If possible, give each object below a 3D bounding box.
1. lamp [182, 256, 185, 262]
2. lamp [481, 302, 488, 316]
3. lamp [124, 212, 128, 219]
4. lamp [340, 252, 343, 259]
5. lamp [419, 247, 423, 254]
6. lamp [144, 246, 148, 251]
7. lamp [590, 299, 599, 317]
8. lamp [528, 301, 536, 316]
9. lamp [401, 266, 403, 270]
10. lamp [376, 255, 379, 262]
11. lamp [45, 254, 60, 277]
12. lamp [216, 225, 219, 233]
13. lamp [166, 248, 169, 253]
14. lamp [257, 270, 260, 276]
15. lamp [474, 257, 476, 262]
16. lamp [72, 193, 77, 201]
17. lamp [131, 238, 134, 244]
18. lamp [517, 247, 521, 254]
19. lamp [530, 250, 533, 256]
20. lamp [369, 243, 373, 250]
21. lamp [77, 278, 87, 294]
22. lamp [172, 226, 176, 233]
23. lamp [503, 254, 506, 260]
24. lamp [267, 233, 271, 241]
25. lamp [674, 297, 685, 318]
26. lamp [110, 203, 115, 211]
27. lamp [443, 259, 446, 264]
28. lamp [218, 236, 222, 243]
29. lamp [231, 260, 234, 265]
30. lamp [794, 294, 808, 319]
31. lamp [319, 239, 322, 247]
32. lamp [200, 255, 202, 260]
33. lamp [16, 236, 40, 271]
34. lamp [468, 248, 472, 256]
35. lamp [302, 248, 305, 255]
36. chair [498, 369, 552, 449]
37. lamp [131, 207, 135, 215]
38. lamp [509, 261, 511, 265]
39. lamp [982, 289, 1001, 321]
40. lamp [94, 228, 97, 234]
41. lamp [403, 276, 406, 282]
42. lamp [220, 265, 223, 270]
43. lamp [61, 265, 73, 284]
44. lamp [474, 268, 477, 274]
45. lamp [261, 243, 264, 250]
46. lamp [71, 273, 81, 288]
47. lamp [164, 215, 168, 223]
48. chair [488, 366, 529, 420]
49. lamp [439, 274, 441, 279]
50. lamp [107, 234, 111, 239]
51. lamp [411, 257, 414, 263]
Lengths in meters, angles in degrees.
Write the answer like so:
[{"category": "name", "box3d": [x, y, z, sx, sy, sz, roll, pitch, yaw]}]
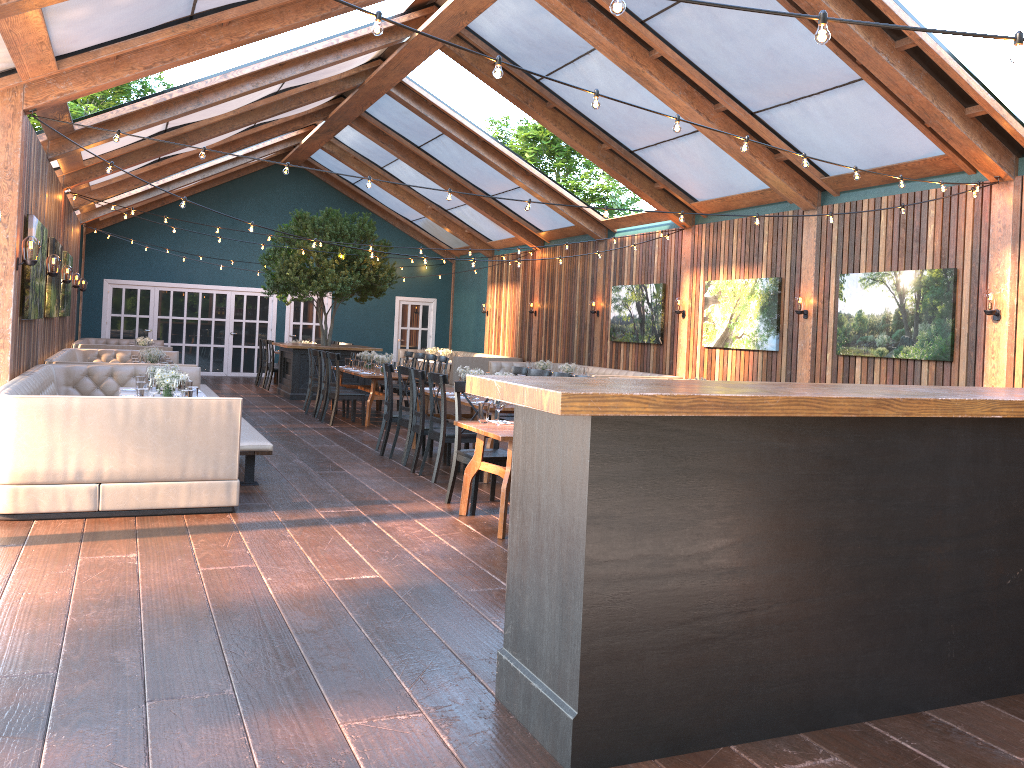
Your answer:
[{"category": "lamp", "box3d": [-6.801, -2.593, 18.334, 0.056, 0.119, 0.059, 3, 0, -20]}, {"category": "lamp", "box3d": [-0.670, -1.830, 21.534, 0.178, 0.320, 0.146, 2, 0, -24]}, {"category": "lamp", "box3d": [-5.899, -2.574, 13.517, 0.056, 0.118, 0.065, 3, 1, 25]}, {"category": "lamp", "box3d": [-3.092, -2.333, 16.056, 0.056, 0.121, 0.056, 3, 0, 1]}, {"category": "lamp", "box3d": [-1.404, -2.058, 13.639, 0.056, 0.121, 0.056, 3, 0, -9]}, {"category": "lamp", "box3d": [-7.529, -2.791, 18.204, 0.059, 0.119, 0.056, 2, 0, -30]}, {"category": "lamp", "box3d": [1.534, -1.420, 16.501, 0.178, 0.320, 0.146, 2, 0, -24]}, {"category": "lamp", "box3d": [0.433, -1.625, 19.016, 0.178, 0.320, 0.146, 2, 0, -24]}, {"category": "lamp", "box3d": [-2.871, -3.029, 23.141, 0.056, 0.120, 0.056, 3, 0, -3]}, {"category": "lamp", "box3d": [-2.505, -2.347, 16.537, 0.060, 0.119, 0.056, 2, 0, -38]}, {"category": "lamp", "box3d": [-5.423, -1.374, 10.425, 0.178, 0.320, 0.146, 2, 0, -24]}, {"category": "lamp", "box3d": [-4.411, -2.318, 13.258, 0.056, 0.121, 0.056, 3, 0, -11]}, {"category": "lamp", "box3d": [-7.471, -2.898, 19.196, 0.056, 0.120, 0.056, 3, 0, -9]}, {"category": "lamp", "box3d": [-5.322, -2.327, 18.570, 0.056, 0.119, 0.060, 3, 0, 13]}, {"category": "lamp", "box3d": [-0.758, -2.528, 18.004, 0.056, 0.121, 0.056, 2, 0, -42]}, {"category": "lamp", "box3d": [-6.444, -2.754, 13.025, 0.056, 0.119, 0.061, 3, 0, 11]}, {"category": "lamp", "box3d": [-8.012, -3.015, 18.677, 0.056, 0.121, 0.056, 2, 0, -40]}, {"category": "lamp", "box3d": [0.113, -2.082, 13.803, 0.056, 0.121, 0.056, 3, 0, -3]}, {"category": "lamp", "box3d": [0.418, -2.804, 18.951, 0.056, 0.120, 0.056, 3, 0, 5]}, {"category": "lamp", "box3d": [-2.161, -2.092, 13.548, 0.056, 0.121, 0.056, 3, 0, 41]}, {"category": "lamp", "box3d": [-8.738, -1.991, 17.995, 0.178, 0.320, 0.146, 2, 0, -24]}, {"category": "lamp", "box3d": [-5.351, -2.453, 14.024, 0.056, 0.119, 0.062, 3, 0, 18]}, {"category": "lamp", "box3d": [-0.163, -2.647, 18.467, 0.064, 0.118, 0.056, 3, 0, -15]}, {"category": "lamp", "box3d": [-3.663, -2.217, 13.360, 0.056, 0.121, 0.056, 3, 0, -15]}, {"category": "lamp", "box3d": [2.645, -1.213, 13.964, 0.178, 0.320, 0.146, 2, 0, -24]}, {"category": "lamp", "box3d": [-5.888, -2.615, 13.043, 0.056, 0.120, 0.056, 3, 0, 32]}, {"category": "lamp", "box3d": [-1.336, -2.439, 17.506, 0.056, 0.117, 0.068, 2, 1, -27]}, {"category": "lamp", "box3d": [-4.807, -2.380, 14.545, 0.056, 0.120, 0.056, 3, 0, 32]}, {"category": "lamp", "box3d": [-6.390, -2.785, 20.232, 0.056, 0.121, 0.056, 3, 0, 0]}, {"category": "lamp", "box3d": [3.741, -1.009, 11.460, 0.178, 0.320, 0.146, 2, 0, -24]}, {"category": "lamp", "box3d": [-2.911, -2.143, 13.463, 0.056, 0.121, 0.056, 3, 0, 17]}, {"category": "lamp", "box3d": [-6.927, -2.817, 19.718, 0.056, 0.120, 0.056, 3, 0, -22]}, {"category": "lamp", "box3d": [-4.327, -1.169, 7.921, 0.178, 0.320, 0.146, 2, 0, -24]}, {"category": "lamp", "box3d": [-0.655, -2.048, 13.741, 0.056, 0.117, 0.067, 3, 1, 30]}, {"category": "lamp", "box3d": [-3.666, -2.330, 15.551, 0.056, 0.121, 0.056, 2, 0, -43]}, {"category": "chair", "box3d": [0.138, 0.345, 10.114, 0.539, 1.020, 0.478, 2, 0, -29]}, {"category": "lamp", "box3d": [-5.608, -2.555, 13.086, 0.056, 0.121, 0.056, 3, 0, -21]}, {"category": "lamp", "box3d": [-0.050, -2.611, 19.043, 0.073, 0.115, 0.056, 2, 0, -18]}, {"category": "lamp", "box3d": [4.845, -0.803, 8.941, 0.178, 0.320, 0.146, 2, 0, -24]}, {"category": "lamp", "box3d": [-8.545, -3.147, 18.153, 0.056, 0.120, 0.056, 3, 0, 36]}, {"category": "lamp", "box3d": [-2.301, -2.243, 18.895, 0.056, 0.121, 0.056, 3, 0, 43]}, {"category": "lamp", "box3d": [-6.048, -2.434, 18.425, 0.056, 0.115, 0.074, 3, 1, 19]}, {"category": "lamp", "box3d": [-6.534, -1.580, 12.962, 0.178, 0.320, 0.146, 2, 0, -24]}, {"category": "lamp", "box3d": [-0.783, -2.423, 18.991, 0.066, 0.118, 0.056, 3, 1, 42]}, {"category": "lamp", "box3d": [-4.245, -2.343, 15.057, 0.056, 0.120, 0.056, 2, 0, -36]}, {"category": "lamp", "box3d": [-7.635, -1.786, 15.477, 0.178, 0.320, 0.146, 2, 0, -24]}, {"category": "lamp", "box3d": [-5.148, -2.450, 13.156, 0.056, 0.121, 0.056, 3, 0, 1]}, {"category": "chair", "box3d": [-0.087, 0.303, 10.628, 0.539, 1.020, 0.478, 2, 0, -24]}, {"category": "lamp", "box3d": [-1.538, -2.307, 18.940, 0.056, 0.121, 0.056, 3, 0, 44]}, {"category": "lamp", "box3d": [-8.237, -3.020, 18.071, 0.076, 0.114, 0.056, 3, 0, 22]}, {"category": "lamp", "box3d": [-1.917, -2.381, 17.024, 0.060, 0.119, 0.056, 3, 0, 0]}]
